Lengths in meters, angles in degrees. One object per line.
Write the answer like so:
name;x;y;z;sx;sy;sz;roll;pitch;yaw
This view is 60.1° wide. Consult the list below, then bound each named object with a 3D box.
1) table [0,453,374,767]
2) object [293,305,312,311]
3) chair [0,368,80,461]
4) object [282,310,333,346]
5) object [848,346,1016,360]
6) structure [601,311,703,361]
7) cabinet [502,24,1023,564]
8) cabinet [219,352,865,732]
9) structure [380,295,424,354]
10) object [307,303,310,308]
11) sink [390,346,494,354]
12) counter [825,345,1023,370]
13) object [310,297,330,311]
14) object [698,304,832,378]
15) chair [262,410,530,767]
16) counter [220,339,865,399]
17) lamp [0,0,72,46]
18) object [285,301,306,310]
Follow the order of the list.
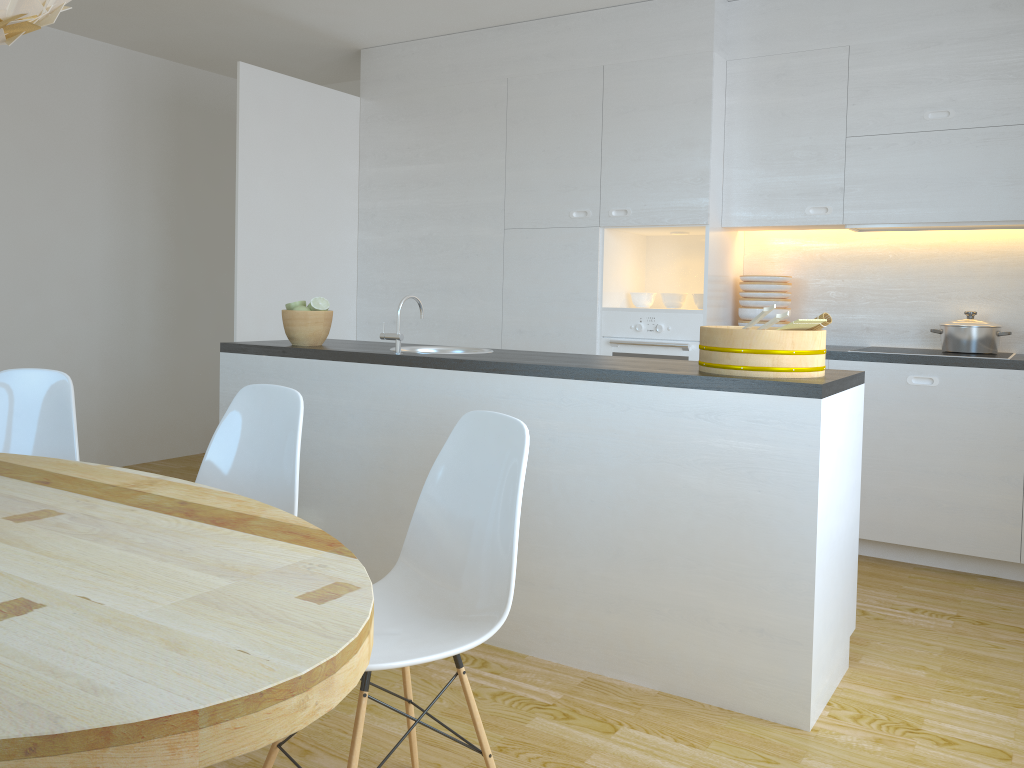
table;-1.178;0.616;1.612;2.193;0.723;1.196;4;6;30
object;-0.843;-0.274;3.575;0.097;0.085;0.081;1;4;-3
chair;-1.557;0.423;2.605;0.430;0.899;0.524;1;3;2
object;-0.835;-0.230;3.612;0.205;0.141;0.206;1;4;-7
object;1.972;-0.144;4.145;0.655;0.013;0.563;5;7;32
structure;0.710;-0.073;4.594;0.561;0.594;0.049;4;3;32
cabinet;1.433;-0.485;4.398;3.206;2.295;0.481;4;3;32
cabinet;-0.037;0.387;3.283;2.404;0.907;0.601;5;4;32
structure;-0.405;-0.226;3.295;0.097;0.214;0.162;3;4;32
object;-0.800;-0.295;3.644;0.086;0.098;0.102;-1;5;-37
sink;-0.276;-0.058;3.464;0.404;0.156;0.406;0;5;-16
counter;1.966;-0.127;4.145;2.004;0.040;0.601;5;7;32
object;-0.777;-0.316;3.571;0.077;0.071;0.074;-1;5;-33
object;0.784;-0.139;2.712;0.378;0.213;0.431;-1;6;-30
chair;-0.248;0.524;1.885;0.523;0.899;0.431;-1;4;-38
counter;-0.026;-0.086;3.266;2.404;0.040;0.602;5;7;32
lamp;-1.097;-1.157;1.593;0.640;1.132;0.648;3;3;31
object;-0.889;-0.311;3.636;0.084;0.065;0.086;5;6;44
